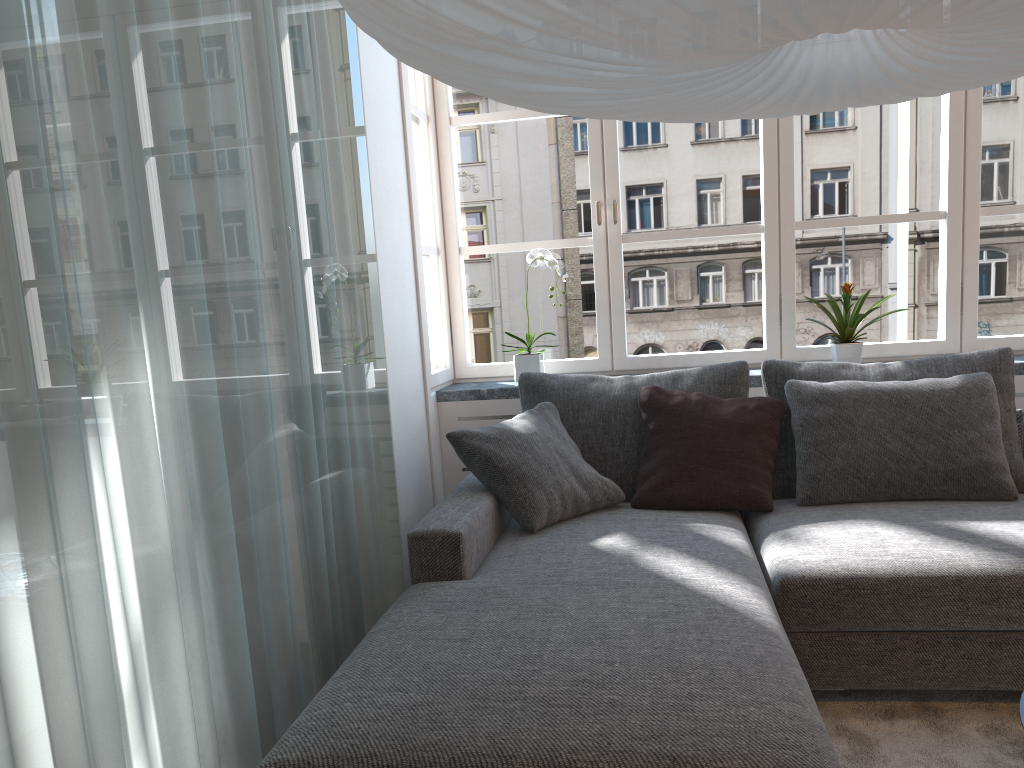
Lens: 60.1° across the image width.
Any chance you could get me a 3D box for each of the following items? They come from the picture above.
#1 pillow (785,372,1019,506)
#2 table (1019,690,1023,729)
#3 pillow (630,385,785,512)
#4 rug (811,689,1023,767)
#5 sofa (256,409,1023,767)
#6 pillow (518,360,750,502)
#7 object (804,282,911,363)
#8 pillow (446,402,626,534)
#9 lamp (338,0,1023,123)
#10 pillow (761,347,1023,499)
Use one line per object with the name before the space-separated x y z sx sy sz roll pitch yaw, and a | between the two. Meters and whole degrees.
pillow | 1.252 0.179 2.880 0.667 0.402 0.289 -3 8 9
table | 1.169 0.731 1.200 0.847 0.478 0.838 -2 6 12
pillow | 0.656 0.210 2.957 0.521 0.408 0.307 -2 8 11
rug | 1.041 0.978 1.165 2.834 0.012 2.813 -5 5 -10
sofa | 1.219 0.537 2.204 3.069 0.679 2.019 -3 6 10
pillow | 0.428 0.183 3.148 0.836 0.483 0.272 -3 8 10
object | 1.318 -0.229 3.400 0.375 0.332 0.320 -6 8 -15
pillow | 0.085 0.264 2.912 0.512 0.363 0.345 -9 9 -41
lamp | 0.470 -0.563 1.285 1.459 0.212 1.466 -9 7 -44
pillow | 1.287 0.138 3.012 0.840 0.480 0.273 -3 8 10
